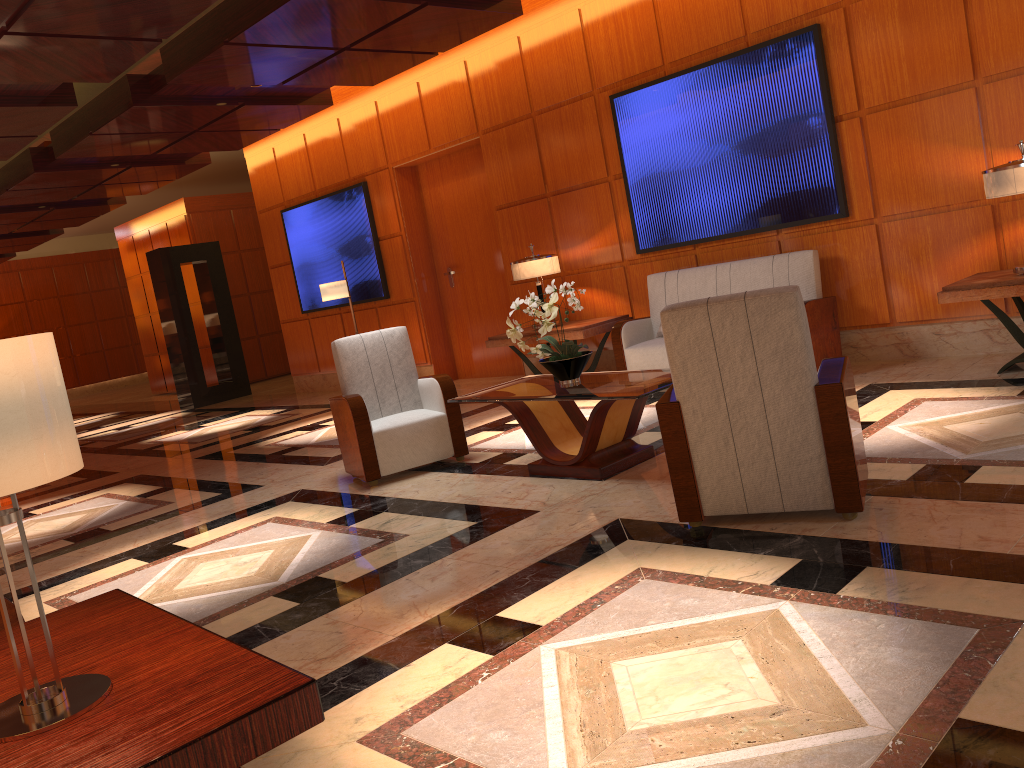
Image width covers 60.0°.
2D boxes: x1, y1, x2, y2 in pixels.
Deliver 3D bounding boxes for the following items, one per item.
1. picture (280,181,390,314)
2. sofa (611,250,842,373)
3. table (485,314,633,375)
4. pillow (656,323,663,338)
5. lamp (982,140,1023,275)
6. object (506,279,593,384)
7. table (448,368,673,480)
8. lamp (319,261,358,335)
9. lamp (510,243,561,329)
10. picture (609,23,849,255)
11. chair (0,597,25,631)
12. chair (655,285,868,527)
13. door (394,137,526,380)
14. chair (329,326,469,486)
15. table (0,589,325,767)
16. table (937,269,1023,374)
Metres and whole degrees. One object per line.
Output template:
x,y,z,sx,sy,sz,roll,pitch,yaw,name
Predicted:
-2.349,-1.722,11.573,0.057,1.447,1.993,-16,8,-43,picture
1.680,-0.498,7.215,0.616,0.929,1.796,-16,9,-43,sofa
0.478,-0.251,8.409,0.729,0.604,1.268,-17,9,-43,table
1.387,-0.519,7.566,0.196,0.226,0.344,-16,8,-38,pillow
3.138,-1.076,5.370,0.460,0.807,0.458,-15,7,-34,lamp
0.269,-0.309,5.272,0.416,0.615,0.793,-8,7,23,object
0.415,0.242,5.198,0.726,0.494,1.558,-16,9,-40,table
-1.826,-0.576,10.088,0.359,1.655,0.530,-7,7,36,lamp
0.251,-0.931,8.346,0.458,0.791,0.461,-10,6,8,lamp
1.721,-1.938,7.374,0.057,1.447,1.993,-16,8,-43,picture
-1.902,0.765,2.657,0.736,0.957,0.632,-5,8,45,chair
1.039,0.066,3.747,0.736,0.957,0.632,-8,6,25,chair
-0.507,-1.342,10.172,0.342,2.642,1.535,-16,8,-43,door
-0.824,0.110,6.090,0.740,0.957,0.629,-13,6,-25,chair
-0.966,0.913,1.898,0.729,0.532,1.166,-16,9,-40,table
3.411,-0.407,5.384,0.729,0.604,1.268,-17,9,-43,table
